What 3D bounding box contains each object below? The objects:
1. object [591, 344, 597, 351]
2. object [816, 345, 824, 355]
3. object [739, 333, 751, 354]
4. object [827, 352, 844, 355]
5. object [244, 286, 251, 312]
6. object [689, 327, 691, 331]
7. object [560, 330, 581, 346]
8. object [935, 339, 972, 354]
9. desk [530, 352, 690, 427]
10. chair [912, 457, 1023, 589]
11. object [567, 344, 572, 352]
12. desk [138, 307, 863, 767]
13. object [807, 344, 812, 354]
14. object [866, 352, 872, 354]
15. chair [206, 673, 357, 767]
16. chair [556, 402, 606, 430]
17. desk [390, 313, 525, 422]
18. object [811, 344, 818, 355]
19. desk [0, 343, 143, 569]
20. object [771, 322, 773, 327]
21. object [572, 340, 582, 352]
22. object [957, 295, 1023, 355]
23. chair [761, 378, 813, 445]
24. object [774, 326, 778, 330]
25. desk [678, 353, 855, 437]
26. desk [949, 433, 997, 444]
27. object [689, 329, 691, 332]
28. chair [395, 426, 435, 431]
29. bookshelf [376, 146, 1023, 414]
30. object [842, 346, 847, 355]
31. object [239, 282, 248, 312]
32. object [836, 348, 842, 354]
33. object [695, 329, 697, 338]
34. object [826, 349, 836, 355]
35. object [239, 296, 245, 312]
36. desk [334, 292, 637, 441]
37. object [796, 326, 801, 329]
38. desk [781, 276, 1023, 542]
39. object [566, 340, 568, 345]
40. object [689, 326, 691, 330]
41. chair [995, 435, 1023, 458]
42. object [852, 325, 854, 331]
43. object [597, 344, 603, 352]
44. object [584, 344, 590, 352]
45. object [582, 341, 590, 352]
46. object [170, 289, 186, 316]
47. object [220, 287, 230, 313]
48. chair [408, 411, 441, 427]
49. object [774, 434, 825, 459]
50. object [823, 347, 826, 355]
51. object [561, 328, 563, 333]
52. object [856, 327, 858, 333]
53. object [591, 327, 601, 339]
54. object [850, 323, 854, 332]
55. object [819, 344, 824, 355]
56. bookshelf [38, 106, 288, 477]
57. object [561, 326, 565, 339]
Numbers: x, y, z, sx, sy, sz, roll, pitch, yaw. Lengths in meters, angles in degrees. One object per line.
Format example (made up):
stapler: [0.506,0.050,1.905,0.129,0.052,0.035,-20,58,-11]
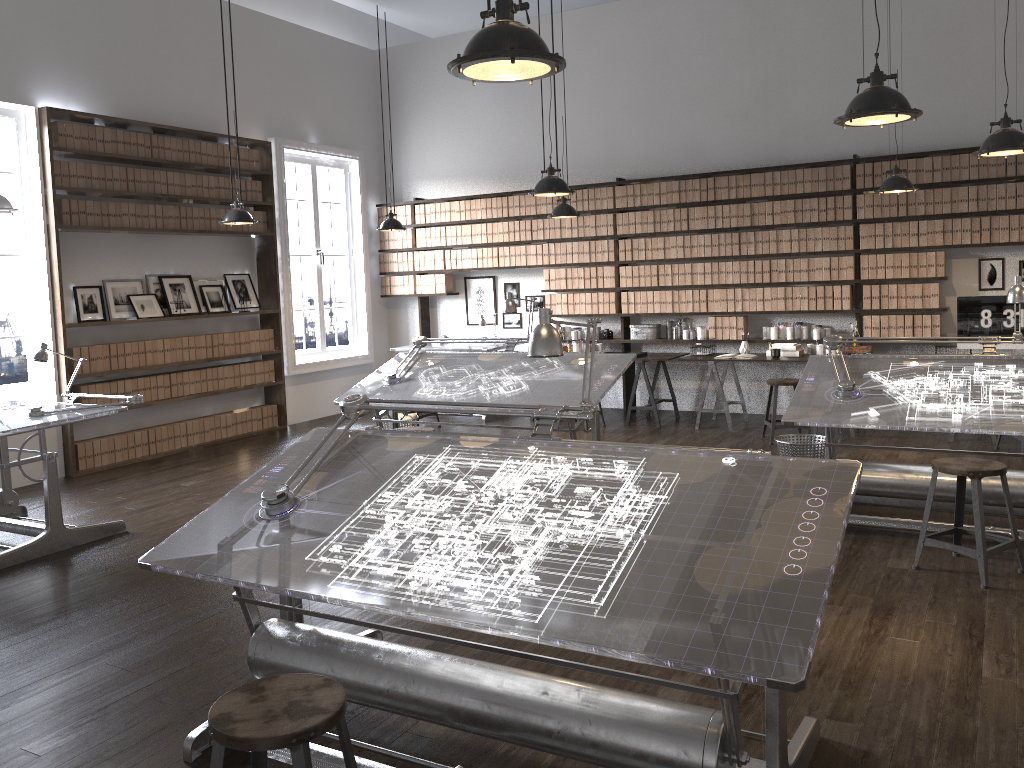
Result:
object: [0.859,-0.370,9.301,0.062,0.093,0.063,-3,5,-11]
object: [2.830,-0.312,8.138,0.062,0.094,0.062,-3,5,-11]
object: [2.249,-0.391,8.558,0.101,0.208,0.102,-4,5,-15]
object: [2.901,-0.256,7.869,0.197,0.050,0.133,-2,6,0]
object: [-2.709,-0.864,9.036,0.040,0.261,0.111,0,5,29]
object: [1.807,-0.514,8.951,0.028,0.126,0.004,0,4,28]
object: [0.618,-0.494,9.511,0.346,0.145,0.077,-7,7,-38]
object: [3.808,-0.322,7.642,0.284,0.160,0.204,0,6,22]
desk: [0.923,0.037,9.092,1.668,0.667,0.658,1,6,29]
chair: [2.170,0.639,4.206,0.359,0.526,0.372,-5,6,-32]
object: [0.609,-0.369,9.331,0.049,0.111,0.049,0,5,26]
desk: [-0.044,0.459,2.781,2.069,1.382,1.081,1,6,29]
object: [2.786,-0.326,8.268,0.062,0.094,0.062,-4,5,-19]
object: [3.154,-0.258,7.823,0.049,0.037,0.049,1,7,33]
chair: [-0.530,1.001,2.068,0.358,0.526,0.373,-2,5,8]
chair: [0.665,0.176,8.623,0.372,0.526,0.359,1,6,38]
desk: [-0.524,-0.214,9.855,1.269,1.094,1.075,1,6,29]
object: [2.803,-0.318,8.203,0.063,0.093,0.063,-4,5,-19]
desk: [-3.059,0.360,5.482,1.269,1.185,1.176,1,6,29]
object: [2.545,-0.525,8.625,0.041,0.168,0.009,0,5,33]
object: [0.686,-0.386,9.331,0.105,0.141,0.104,0,5,22]
object: [4.083,-0.482,7.402,0.643,0.516,0.205,1,5,29]
chair: [2.349,0.231,7.592,0.371,0.526,0.360,-2,5,3]
object: [2.552,-0.493,8.561,0.045,0.127,0.044,0,5,30]
desk: [2.460,0.078,8.225,1.668,0.667,0.658,1,6,29]
desk: [4.324,0.128,7.172,1.668,0.667,0.658,1,6,29]
object: [1.807,-0.508,8.934,0.035,0.102,0.004,0,4,25]
chair: [-0.648,0.565,5.788,0.358,0.526,0.373,-2,5,8]
bookshelf: [2.508,-0.532,8.683,9.178,3.196,0.375,1,5,29]
object: [3.011,-0.302,8.049,0.060,0.088,0.060,1,6,34]
object: [-2.719,-0.876,8.961,0.040,0.303,0.119,0,5,29]
object: [2.957,-0.306,8.005,0.049,0.111,0.049,0,5,33]
object: [1.874,-0.504,8.978,0.045,0.101,0.044,0,5,32]
object: [2.918,-0.326,8.071,0.105,0.141,0.104,1,6,37]
object: [-2.715,-0.799,8.896,0.040,0.165,0.066,0,5,29]
desk: [-0.259,0.021,6.552,2.280,1.382,1.081,1,6,29]
object: [2.743,-0.491,8.486,0.045,0.127,0.044,-6,6,-43]
desk: [2.660,0.099,4.903,2.069,1.382,1.081,1,6,29]
object: [0.594,-0.399,9.407,0.033,0.147,0.005,0,4,30]
object: [1.813,-0.522,8.952,0.041,0.124,0.008,-1,4,18]
chair: [3.940,0.269,6.724,0.358,0.526,0.373,-2,5,-2]
object: [3.088,-0.436,7.980,0.006,0.181,0.053,-4,4,-18]
object: [0.923,-0.375,9.320,0.062,0.094,0.062,-3,5,-11]
object: [0.789,-0.366,9.290,0.062,0.094,0.062,-4,5,-20]
object: [0.780,-0.392,9.401,0.095,0.127,0.094,1,6,33]
object: [-3.107,-0.753,8.231,0.040,0.259,0.175,0,5,29]
object: [-2.834,-0.823,8.739,0.040,0.259,0.124,0,5,29]
chair: [-0.978,0.199,8.989,0.372,0.526,0.359,1,6,38]
object: [1.879,0.539,5.716,0.354,0.376,0.353,-6,7,-39]
object: [2.929,-0.335,8.188,0.095,0.127,0.094,0,5,26]
object: [0.521,-0.509,9.421,0.055,0.192,0.006,0,4,28]
object: [3.089,-0.433,7.961,0.008,0.185,0.072,-4,4,-18]
object: [0.913,-0.529,9.506,0.107,0.161,0.237,-3,6,-5]
object: [3.074,-0.446,7.972,0.055,0.213,0.007,1,5,36]
object: [2.860,-0.320,8.192,0.045,0.101,0.044,0,5,30]
bookshelf: [-3.213,-0.522,8.356,0.412,3.710,2.483,0,5,29]
object: [0.552,-0.562,9.724,0.050,0.139,0.051,0,5,27]
